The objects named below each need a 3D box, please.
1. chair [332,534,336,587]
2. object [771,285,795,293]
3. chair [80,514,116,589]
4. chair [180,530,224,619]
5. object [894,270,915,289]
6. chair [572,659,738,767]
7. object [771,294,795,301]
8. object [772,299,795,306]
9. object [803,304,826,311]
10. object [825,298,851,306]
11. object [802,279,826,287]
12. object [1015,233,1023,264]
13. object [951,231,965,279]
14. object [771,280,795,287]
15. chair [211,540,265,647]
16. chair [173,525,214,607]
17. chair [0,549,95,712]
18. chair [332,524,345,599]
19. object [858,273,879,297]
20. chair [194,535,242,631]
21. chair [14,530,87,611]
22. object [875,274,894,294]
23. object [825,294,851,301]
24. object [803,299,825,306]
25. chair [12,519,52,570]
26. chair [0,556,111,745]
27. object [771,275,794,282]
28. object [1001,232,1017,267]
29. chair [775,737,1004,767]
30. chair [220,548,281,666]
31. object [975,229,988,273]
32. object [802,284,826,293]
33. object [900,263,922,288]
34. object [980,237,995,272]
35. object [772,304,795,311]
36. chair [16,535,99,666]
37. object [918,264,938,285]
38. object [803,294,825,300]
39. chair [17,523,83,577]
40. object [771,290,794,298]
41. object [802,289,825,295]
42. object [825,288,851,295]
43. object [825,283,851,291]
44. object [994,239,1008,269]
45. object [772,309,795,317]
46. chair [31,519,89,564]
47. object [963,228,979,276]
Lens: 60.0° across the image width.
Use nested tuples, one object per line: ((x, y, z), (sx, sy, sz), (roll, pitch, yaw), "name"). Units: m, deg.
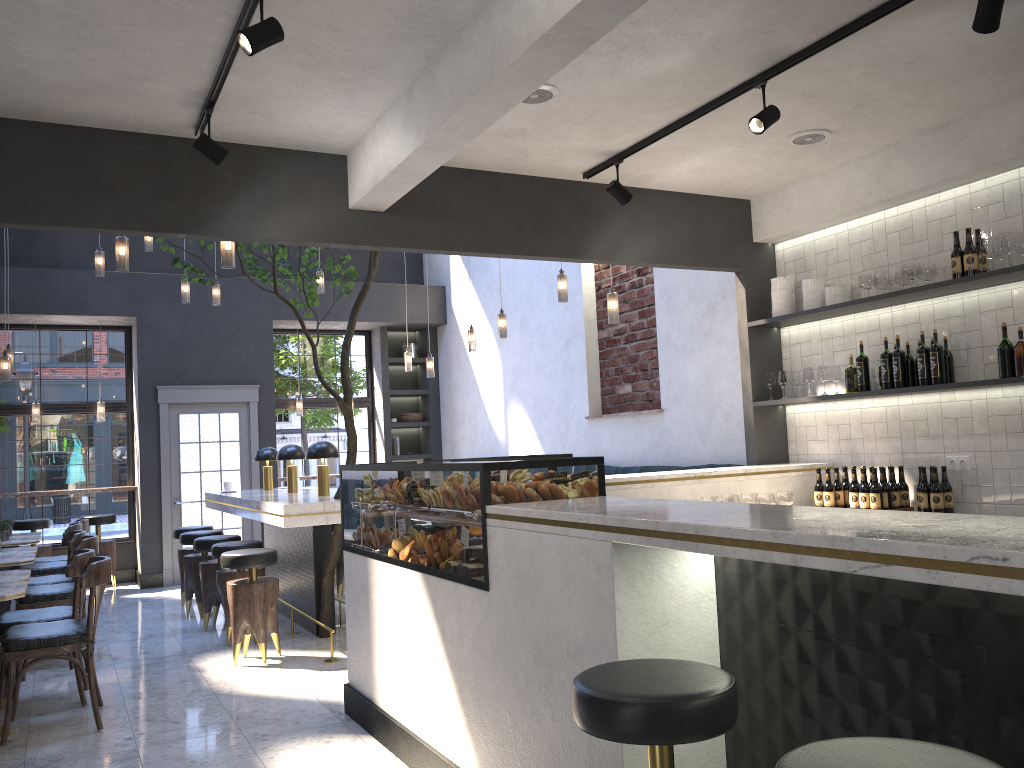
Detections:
((-1.900, 1.723, 9.049), (0.370, 0.737, 0.372), (-3, -4, -2), "chair")
((1.827, -0.630, 5.982), (0.154, 0.076, 0.153), (-2, -4, -6), "object")
((-4.556, 1.859, 9.771), (0.370, 0.821, 0.372), (-4, -4, 25), "chair")
((-2.731, 1.676, 7.837), (0.370, 0.737, 0.372), (0, -5, -36), "chair")
((2.320, -0.594, 5.233), (0.114, 0.147, 0.114), (-1, -4, -22), "object")
((0.337, 1.069, 1.983), (0.370, 0.821, 0.372), (-4, -4, 25), "chair")
((1.829, -0.566, 5.981), (0.153, 0.075, 0.154), (-5, -5, 30), "object")
((1.832, -0.533, 5.981), (0.153, 0.062, 0.153), (-3, -4, 2), "object")
((1.987, -0.487, 5.813), (0.153, 0.055, 0.153), (-5, -4, 25), "object")
((2.075, -0.503, 5.640), (0.153, 0.055, 0.153), (-5, -4, 25), "object")
((1.982, -0.650, 5.815), (0.154, 0.076, 0.153), (-2, -4, -6), "object")
((2.631, -0.678, 4.566), (0.070, 0.188, 0.070), (0, -4, -36), "object")
((2.427, -0.693, 4.827), (0.070, 0.279, 0.069), (-1, -4, -20), "object")
((1.828, -0.661, 5.983), (0.153, 0.067, 0.153), (-4, -4, 19), "object")
((-2.042, 1.557, 6.629), (0.372, 0.737, 0.371), (-3, -4, 0), "chair")
((-3.035, 1.736, 8.477), (0.372, 0.737, 0.371), (-4, -4, 16), "chair")
((-2.726, 1.428, 5.202), (0.521, 0.851, 0.539), (-1, -4, -26), "chair")
((-1.563, 1.663, 8.444), (0.372, 0.737, 0.371), (-4, -4, 16), "chair")
((2.134, -0.580, 5.307), (0.114, 0.147, 0.114), (-1, -4, -22), "object")
((-2.390, 1.617, 7.235), (0.372, 0.737, 0.371), (-4, -4, 16), "chair")
((-3.559, 1.584, 6.829), (0.521, 0.851, 0.539), (0, -4, -34), "chair")
((2.251, -0.581, 5.367), (0.114, 0.147, 0.114), (-1, -4, -22), "object")
((2.076, -0.539, 5.641), (0.153, 0.073, 0.154), (-1, -4, -24), "object")
((1.988, -0.523, 5.813), (0.153, 0.073, 0.154), (-1, -4, -24), "object")
((-5.141, 1.868, 9.497), (0.372, 0.821, 0.371), (-4, -4, 25), "chair")
((-2.410, 1.378, 4.716), (0.521, 0.851, 0.539), (-1, -4, -26), "chair")
((1.824, -0.693, 5.983), (0.153, 0.070, 0.153), (-4, -4, 19), "object")
((2.533, -0.677, 4.516), (0.070, 0.188, 0.070), (0, -4, -36), "object")
((0.615, 1.011, 1.357), (0.370, 0.821, 0.372), (-2, -4, -18), "chair")
((-1.763, 1.497, 5.984), (0.372, 0.737, 0.371), (-4, -4, 16), "chair")
((2.528, -0.700, 4.795), (0.069, 0.279, 0.070), (-2, -4, -5), "object")
((1.982, -0.614, 5.815), (0.153, 0.060, 0.153), (1, -6, -45), "object")
((2.271, -0.605, 5.039), (0.114, 0.147, 0.114), (-1, -4, -22), "object")
((2.480, -0.667, 4.621), (0.070, 0.188, 0.070), (-2, -4, -13), "object")
((1.833, -0.503, 5.980), (0.153, 0.073, 0.154), (-1, -4, -24), "object")
((-3.217, 1.530, 6.297), (0.521, 0.851, 0.539), (-1, -4, -26), "chair")
((2.388, -0.607, 5.099), (0.114, 0.147, 0.114), (-1, -4, -22), "object")
((1.988, -0.553, 5.815), (0.153, 0.062, 0.153), (-3, -4, 2), "object")
((-4.083, 1.682, 7.847), (0.521, 0.851, 0.539), (-1, -4, -26), "chair")
((1.827, -0.595, 5.982), (0.153, 0.060, 0.153), (1, -6, -45), "object")
((1.984, -0.585, 5.815), (0.153, 0.075, 0.154), (-5, -5, 30), "object")
((2.076, -0.569, 5.643), (0.153, 0.062, 0.153), (-3, -4, 2), "object")
((2.072, -0.601, 5.643), (0.153, 0.075, 0.154), (-5, -5, 30), "object")
((2.577, -0.668, 4.671), (0.070, 0.188, 0.070), (-2, -4, -13), "object")
((1.831, -0.468, 5.979), (0.153, 0.055, 0.153), (-5, -4, 25), "object")
((-4.284, 1.731, 8.393), (0.521, 0.851, 0.497), (-1, -4, -28), "chair")
((2.460, -0.699, 4.761), (0.069, 0.279, 0.070), (-4, -4, 25), "object")
